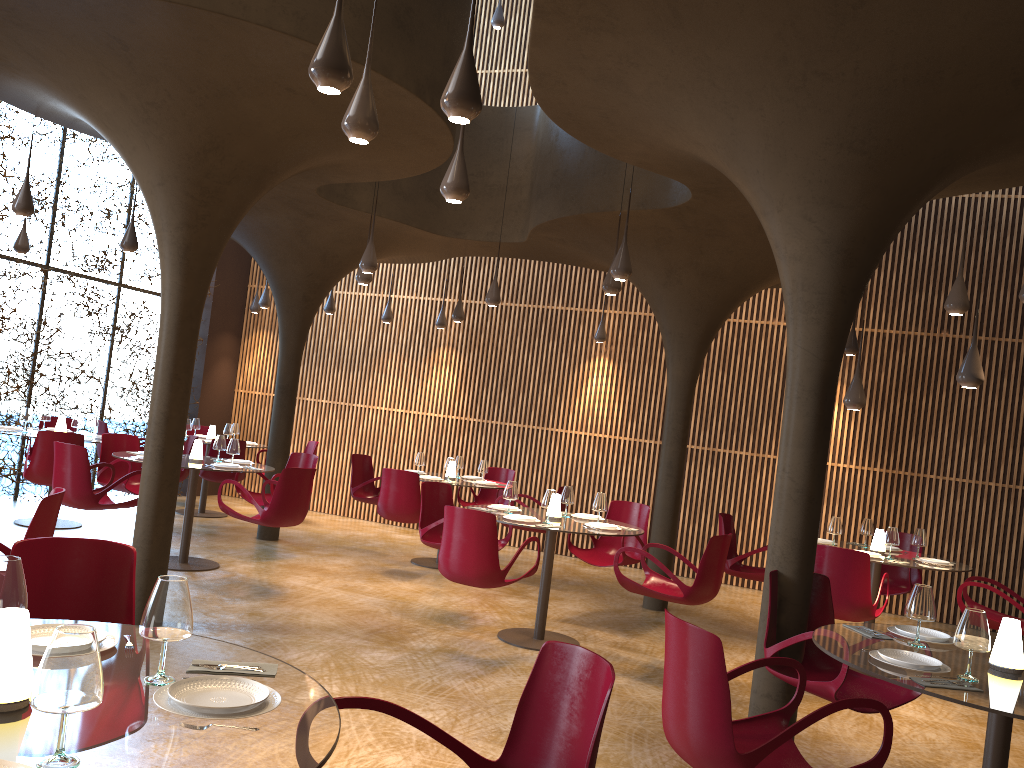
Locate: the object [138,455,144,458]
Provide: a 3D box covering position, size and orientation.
[{"bbox_3d":[-3.732,0.764,9.179,0.263,0.029,0.263,6,-3,30],"label":"object"}]

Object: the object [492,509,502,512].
[{"bbox_3d":[-0.070,1.192,8.455,0.204,0.012,0.411,5,-3,34],"label":"object"}]

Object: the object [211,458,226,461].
[{"bbox_3d":[-3.329,0.872,10.206,0.126,0.017,0.262,6,-3,32],"label":"object"}]

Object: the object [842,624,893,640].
[{"bbox_3d":[1.809,1.264,4.513,0.126,0.017,0.262,7,-2,-11],"label":"object"}]

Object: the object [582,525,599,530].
[{"bbox_3d":[0.808,1.276,7.892,0.204,0.012,0.411,5,-3,37],"label":"object"}]

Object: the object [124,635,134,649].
[{"bbox_3d":[-1.384,0.794,2.721,0.411,0.012,0.204,8,-3,-27],"label":"object"}]

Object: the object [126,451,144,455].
[{"bbox_3d":[-4.088,0.758,9.679,0.261,0.017,0.127,5,-3,38],"label":"object"}]

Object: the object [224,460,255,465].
[{"bbox_3d":[-3.084,0.888,10.030,0.332,0.014,0.332,7,-2,3],"label":"object"}]

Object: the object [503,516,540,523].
[{"bbox_3d":[0.084,1.179,7.723,0.331,0.014,0.332,7,-2,11],"label":"object"}]

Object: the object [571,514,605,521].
[{"bbox_3d":[0.734,1.294,8.574,0.332,0.014,0.332,7,-2,3],"label":"object"}]

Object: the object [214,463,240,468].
[{"bbox_3d":[-3.006,0.860,9.351,0.263,0.029,0.263,5,-3,45],"label":"object"}]

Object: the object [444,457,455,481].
[{"bbox_3d":[-0.790,1.079,11.193,0.142,0.295,0.142,7,-1,14],"label":"object"}]

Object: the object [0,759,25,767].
[{"bbox_3d":[-1.066,0.779,1.693,0.263,0.029,0.263,5,-3,43],"label":"object"}]

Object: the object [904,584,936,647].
[{"bbox_3d":[2.005,1.137,4.358,0.142,0.295,0.142,8,-1,-35],"label":"object"}]

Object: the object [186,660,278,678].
[{"bbox_3d":[-0.845,0.864,2.690,0.262,0.017,0.126,8,-2,-13],"label":"object"}]

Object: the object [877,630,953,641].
[{"bbox_3d":[2.111,1.297,4.557,0.411,0.012,0.204,8,-2,-16],"label":"object"}]

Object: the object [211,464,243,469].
[{"bbox_3d":[-3.007,0.869,9.351,0.332,0.014,0.331,9,-3,-38],"label":"object"}]

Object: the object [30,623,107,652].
[{"bbox_3d":[-1.387,0.782,2.719,0.263,0.029,0.263,8,-3,-32],"label":"object"}]

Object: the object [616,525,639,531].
[{"bbox_3d":[1.022,1.317,8.109,0.261,0.017,0.127,5,-3,42],"label":"object"}]

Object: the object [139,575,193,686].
[{"bbox_3d":[-0.978,0.695,2.507,0.142,0.295,0.142,8,-1,-37],"label":"object"}]

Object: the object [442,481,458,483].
[{"bbox_3d":[-0.762,1.217,10.956,0.126,0.017,0.262,6,-3,26],"label":"object"}]

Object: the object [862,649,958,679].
[{"bbox_3d":[1.745,1.225,3.902,0.204,0.012,0.411,7,-2,-10],"label":"object"}]

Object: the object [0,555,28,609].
[{"bbox_3d":[-1.448,0.637,2.501,0.142,0.295,0.142,7,-1,-13],"label":"object"}]

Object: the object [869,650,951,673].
[{"bbox_3d":[1.747,1.224,3.898,0.331,0.014,0.332,7,-2,7],"label":"object"}]

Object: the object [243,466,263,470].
[{"bbox_3d":[-2.796,0.911,9.565,0.261,0.017,0.127,5,-3,42],"label":"object"}]

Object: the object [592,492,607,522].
[{"bbox_3d":[0.803,1.146,8.129,0.142,0.295,0.142,7,-1,-4],"label":"object"}]

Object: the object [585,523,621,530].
[{"bbox_3d":[0.810,1.275,7.895,0.332,0.014,0.331,9,-3,-35],"label":"object"}]

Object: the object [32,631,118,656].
[{"bbox_3d":[-1.388,0.792,2.719,0.331,0.014,0.332,6,-3,29],"label":"object"}]

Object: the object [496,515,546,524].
[{"bbox_3d":[0.080,1.180,7.725,0.410,0.012,0.205,5,-3,32],"label":"object"}]

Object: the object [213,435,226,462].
[{"bbox_3d":[-3.290,0.722,9.970,0.142,0.295,0.142,7,-1,9],"label":"object"}]

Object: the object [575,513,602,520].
[{"bbox_3d":[0.735,1.285,8.575,0.263,0.029,0.263,6,-3,23],"label":"object"}]

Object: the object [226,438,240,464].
[{"bbox_3d":[-3.015,0.740,9.585,0.142,0.295,0.142,7,-1,-4],"label":"object"}]

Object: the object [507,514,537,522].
[{"bbox_3d":[0.085,1.170,7.723,0.263,0.029,0.263,5,-3,40],"label":"object"}]

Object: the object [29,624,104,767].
[{"bbox_3d":[-0.958,0.673,1.909,0.142,0.295,0.141,8,-2,-42],"label":"object"}]

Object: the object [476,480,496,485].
[{"bbox_3d":[-0.335,1.271,11.404,0.263,0.029,0.263,7,-2,0],"label":"object"}]

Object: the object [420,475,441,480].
[{"bbox_3d":[-1.021,1.175,11.107,0.263,0.029,0.263,6,-3,27],"label":"object"}]

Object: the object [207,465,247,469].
[{"bbox_3d":[-3.010,0.870,9.347,0.204,0.012,0.411,5,-3,37],"label":"object"}]

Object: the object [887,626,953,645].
[{"bbox_3d":[2.107,1.295,4.555,0.331,0.014,0.332,7,-2,5],"label":"object"}]

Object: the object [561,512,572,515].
[{"bbox_3d":[0.488,1.279,8.750,0.126,0.017,0.262,6,-3,32],"label":"object"}]

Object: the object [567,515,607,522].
[{"bbox_3d":[0.738,1.296,8.573,0.410,0.012,0.205,6,-3,28],"label":"object"}]

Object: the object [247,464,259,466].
[{"bbox_3d":[-3.080,0.890,10.029,0.410,0.012,0.205,6,-3,28],"label":"object"}]

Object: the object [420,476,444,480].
[{"bbox_3d":[-1.022,1.185,11.106,0.331,0.014,0.332,7,-2,10],"label":"object"}]

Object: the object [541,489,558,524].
[{"bbox_3d":[0.328,1.073,7.771,0.142,0.295,0.142,7,-1,13],"label":"object"}]

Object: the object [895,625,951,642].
[{"bbox_3d":[2.108,1.286,4.556,0.263,0.029,0.263,9,-3,-40],"label":"object"}]

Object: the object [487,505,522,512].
[{"bbox_3d":[-0.072,1.191,8.451,0.332,0.014,0.331,9,-3,-42],"label":"object"}]

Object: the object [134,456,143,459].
[{"bbox_3d":[-3.733,0.773,9.179,0.331,0.014,0.332,6,-2,14],"label":"object"}]

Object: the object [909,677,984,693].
[{"bbox_3d":[1.760,1.220,3.596,0.262,0.017,0.126,7,-2,-6],"label":"object"}]

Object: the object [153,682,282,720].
[{"bbox_3d":[-0.792,0.851,2.392,0.331,0.014,0.332,6,-3,25],"label":"object"}]

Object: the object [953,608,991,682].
[{"bbox_3d":[1.950,1.105,3.762,0.142,0.295,0.142,6,-1,27],"label":"object"}]

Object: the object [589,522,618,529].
[{"bbox_3d":[0.812,1.266,7.896,0.263,0.029,0.263,6,-3,29],"label":"object"}]

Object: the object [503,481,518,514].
[{"bbox_3d":[-0.016,1.050,8.223,0.142,0.295,0.142,8,-1,-31],"label":"object"}]

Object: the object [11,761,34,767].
[{"bbox_3d":[-1.067,0.788,1.693,0.332,0.014,0.331,9,-3,-44],"label":"object"}]

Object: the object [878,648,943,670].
[{"bbox_3d":[1.748,1.214,3.898,0.263,0.029,0.263,8,-3,-22],"label":"object"}]

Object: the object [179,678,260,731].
[{"bbox_3d":[-0.790,0.852,2.388,0.204,0.012,0.410,8,-2,-17],"label":"object"}]

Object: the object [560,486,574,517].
[{"bbox_3d":[0.527,1.129,8.514,0.142,0.295,0.142,8,-1,-36],"label":"object"}]

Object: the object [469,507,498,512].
[{"bbox_3d":[-0.270,1.164,8.223,0.261,0.017,0.127,5,-3,38],"label":"object"}]

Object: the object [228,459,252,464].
[{"bbox_3d":[-3.083,0.878,10.030,0.263,0.029,0.263,6,-3,23],"label":"object"}]

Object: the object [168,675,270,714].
[{"bbox_3d":[-0.791,0.841,2.392,0.263,0.029,0.263,6,-2,19],"label":"object"}]

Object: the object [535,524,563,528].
[{"bbox_3d":[0.314,1.207,7.530,0.126,0.017,0.262,5,-3,36],"label":"object"}]

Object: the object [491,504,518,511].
[{"bbox_3d":[-0.070,1.181,8.451,0.263,0.029,0.263,6,-3,28],"label":"object"}]
